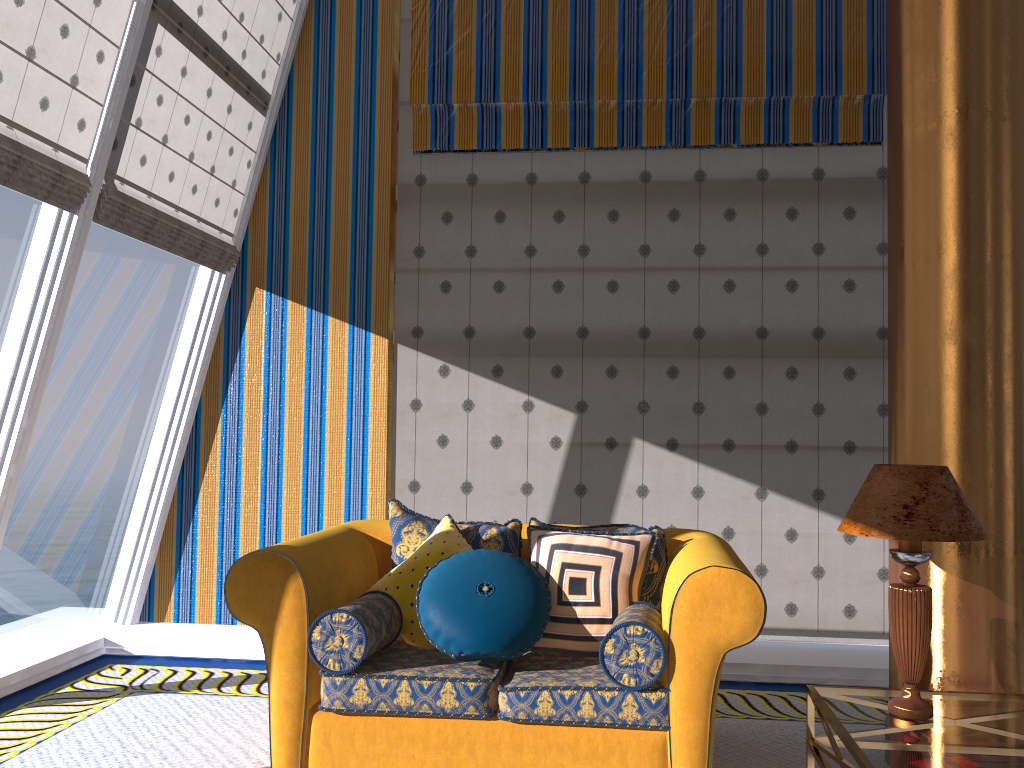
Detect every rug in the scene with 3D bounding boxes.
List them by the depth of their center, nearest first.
[{"bbox_3d":[0.792,1.392,2.548,6.243,0.011,3.603,0,-3,6],"label":"rug"}]

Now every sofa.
[{"bbox_3d":[-0.024,1.009,3.416,1.842,0.854,1.015,0,-3,8],"label":"sofa"}]

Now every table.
[{"bbox_3d":[1.456,1.218,2.603,0.972,0.369,0.909,0,-3,7],"label":"table"}]

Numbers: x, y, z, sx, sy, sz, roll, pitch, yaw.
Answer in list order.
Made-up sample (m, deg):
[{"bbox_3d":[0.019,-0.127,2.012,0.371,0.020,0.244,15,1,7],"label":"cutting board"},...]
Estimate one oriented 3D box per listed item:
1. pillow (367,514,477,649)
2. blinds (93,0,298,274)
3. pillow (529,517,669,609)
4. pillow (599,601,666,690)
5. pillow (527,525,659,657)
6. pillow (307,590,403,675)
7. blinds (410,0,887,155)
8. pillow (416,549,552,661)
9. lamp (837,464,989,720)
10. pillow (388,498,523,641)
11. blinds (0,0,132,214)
[{"bbox_3d":[-0.250,0.757,3.417,0.608,0.491,0.233,0,-3,11],"label":"pillow"},{"bbox_3d":[-1.311,-2.369,4.625,0.872,3.392,1.369,1,-3,7],"label":"blinds"},{"bbox_3d":[0.309,0.847,3.519,0.611,0.609,0.341,0,-3,11],"label":"pillow"},{"bbox_3d":[0.424,0.885,3.030,0.214,0.219,0.374,0,-3,12],"label":"pillow"},{"bbox_3d":[0.294,0.779,3.322,0.520,0.455,0.328,1,-3,6],"label":"pillow"},{"bbox_3d":[-0.552,0.878,3.165,0.214,0.219,0.379,0,-3,12],"label":"pillow"},{"bbox_3d":[0.754,-2.820,5.072,2.655,2.989,0.152,1,-3,6],"label":"blinds"},{"bbox_3d":[-0.101,0.787,3.159,0.465,0.367,0.387,3,-3,-33],"label":"pillow"},{"bbox_3d":[1.273,0.652,2.830,0.448,0.783,0.445,1,-3,-8],"label":"lamp"},{"bbox_3d":[-0.278,0.811,3.575,0.598,0.672,0.356,0,-3,14],"label":"pillow"},{"bbox_3d":[-1.495,-2.451,3.150,0.872,3.392,1.369,1,-3,7],"label":"blinds"}]
